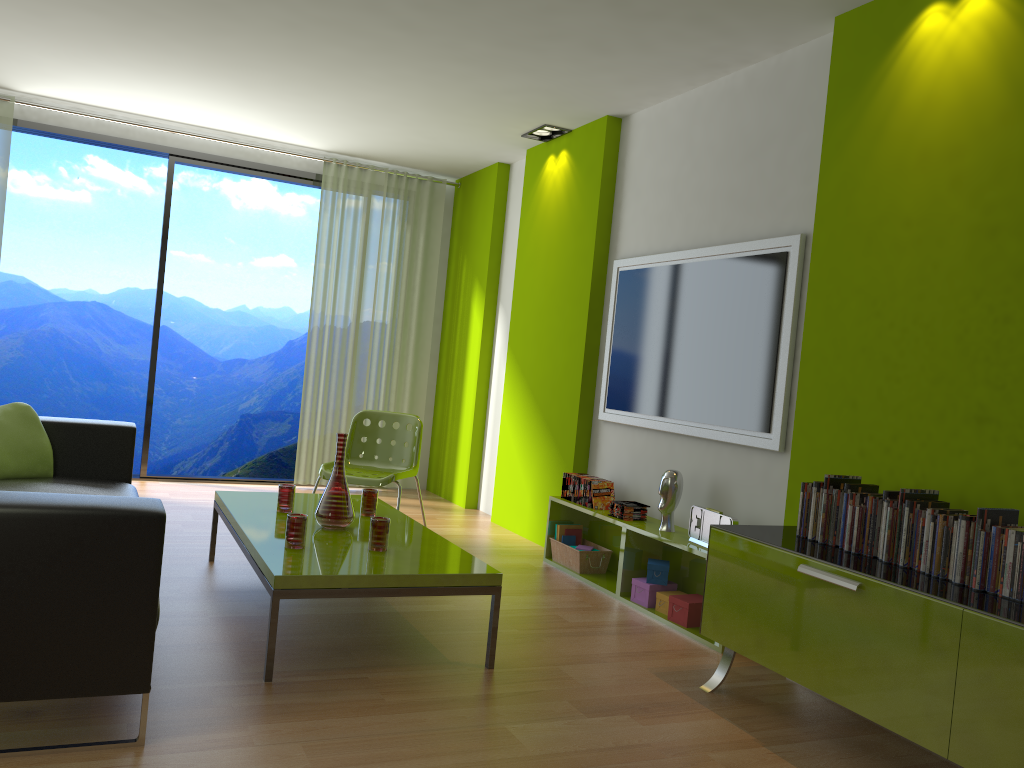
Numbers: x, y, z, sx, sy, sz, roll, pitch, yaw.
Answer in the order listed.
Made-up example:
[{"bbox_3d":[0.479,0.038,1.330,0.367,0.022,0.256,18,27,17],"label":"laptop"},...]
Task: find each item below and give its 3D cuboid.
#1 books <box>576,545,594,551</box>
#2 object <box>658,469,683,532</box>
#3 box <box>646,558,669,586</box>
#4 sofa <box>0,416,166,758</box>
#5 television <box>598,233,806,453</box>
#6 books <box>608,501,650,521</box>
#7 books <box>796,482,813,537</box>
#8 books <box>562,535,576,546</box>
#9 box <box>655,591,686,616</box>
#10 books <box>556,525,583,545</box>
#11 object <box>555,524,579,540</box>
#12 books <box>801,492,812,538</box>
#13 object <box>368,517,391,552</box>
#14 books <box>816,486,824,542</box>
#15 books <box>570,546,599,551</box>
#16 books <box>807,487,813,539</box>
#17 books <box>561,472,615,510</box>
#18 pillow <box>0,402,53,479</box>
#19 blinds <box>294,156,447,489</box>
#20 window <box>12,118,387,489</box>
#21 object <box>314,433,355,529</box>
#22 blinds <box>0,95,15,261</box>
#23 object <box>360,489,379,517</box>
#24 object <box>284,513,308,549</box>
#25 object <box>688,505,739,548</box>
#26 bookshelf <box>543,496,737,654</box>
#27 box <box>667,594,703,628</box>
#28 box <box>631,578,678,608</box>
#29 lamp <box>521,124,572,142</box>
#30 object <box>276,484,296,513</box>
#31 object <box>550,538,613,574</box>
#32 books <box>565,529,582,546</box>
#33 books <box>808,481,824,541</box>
[{"bbox_3d":[0.404,0.910,4.917,0.087,0.008,0.110,6,1,15],"label":"books"},{"bbox_3d":[0.766,0.566,4.289,0.107,0.305,0.107,6,1,32],"label":"object"},{"bbox_3d":[0.704,0.907,4.280,0.102,0.093,0.138,6,1,10],"label":"box"},{"bbox_3d":[-1.891,0.532,3.270,1.061,0.639,2.583,5,1,-25],"label":"sofa"},{"bbox_3d":[0.881,-0.216,4.493,0.028,0.941,1.537,5,1,-25],"label":"television"},{"bbox_3d":[0.598,0.652,4.569,0.164,0.078,0.172,5,1,-26],"label":"books"},{"bbox_3d":[1.110,0.461,3.230,0.163,0.201,0.025,5,1,-25],"label":"books"},{"bbox_3d":[0.319,0.936,5.038,0.086,0.148,0.025,5,1,-25],"label":"books"},{"bbox_3d":[0.759,1.030,4.154,0.169,0.093,0.102,5,1,-30],"label":"box"},{"bbox_3d":[0.330,0.909,5.081,0.158,0.202,0.051,5,1,-25],"label":"books"},{"bbox_3d":[0.319,0.909,5.103,0.158,0.200,0.040,5,1,-25],"label":"object"},{"bbox_3d":[1.117,0.478,3.211,0.163,0.171,0.017,5,1,-25],"label":"books"},{"bbox_3d":[-0.507,0.574,3.386,0.075,0.122,0.076,6,1,31],"label":"object"},{"bbox_3d":[1.149,0.466,3.148,0.161,0.201,0.013,5,1,-25],"label":"books"},{"bbox_3d":[0.412,0.927,4.901,0.143,0.025,0.182,5,1,-25],"label":"books"},{"bbox_3d":[1.132,0.469,3.194,0.151,0.191,0.025,5,1,-25],"label":"books"},{"bbox_3d":[0.430,0.597,4.939,0.147,0.150,0.370,5,1,-25],"label":"books"},{"bbox_3d":[-2.319,0.268,4.017,0.269,0.362,0.399,6,1,24],"label":"pillow"},{"bbox_3d":[-1.131,-0.453,7.136,1.012,2.568,0.067,5,1,-25],"label":"blinds"},{"bbox_3d":[-2.472,-0.494,6.764,3.336,2.498,0.219,5,1,-25],"label":"window"},{"bbox_3d":[-0.731,0.406,3.729,0.168,0.400,0.168,5,1,-39],"label":"object"},{"bbox_3d":[-3.950,-0.706,5.824,1.012,2.568,0.067,5,1,-25],"label":"blinds"},{"bbox_3d":[-0.660,0.550,4.096,0.076,0.122,0.075,6,1,10],"label":"object"},{"bbox_3d":[-0.801,0.547,3.290,0.076,0.122,0.075,6,1,10],"label":"object"},{"bbox_3d":[0.890,0.646,3.938,0.047,0.176,0.340,5,1,-20],"label":"object"},{"bbox_3d":[0.677,0.889,4.447,0.306,0.378,1.630,5,1,-25],"label":"bookshelf"},{"bbox_3d":[0.814,1.026,4.006,0.202,0.116,0.135,5,1,-30],"label":"box"},{"bbox_3d":[0.685,1.010,4.287,0.202,0.116,0.135,5,1,-30],"label":"box"},{"bbox_3d":[0.226,-1.686,5.756,0.192,0.131,0.352,5,1,-25],"label":"lamp"},{"bbox_3d":[-1.017,0.516,3.991,0.076,0.122,0.075,6,1,10],"label":"object"},{"bbox_3d":[0.378,0.960,4.960,0.213,0.129,0.367,5,1,-25],"label":"object"},{"bbox_3d":[0.348,0.921,5.065,0.105,0.182,0.031,5,1,-25],"label":"books"},{"bbox_3d":[1.136,0.458,3.165,0.172,0.215,0.030,5,1,-25],"label":"books"}]
